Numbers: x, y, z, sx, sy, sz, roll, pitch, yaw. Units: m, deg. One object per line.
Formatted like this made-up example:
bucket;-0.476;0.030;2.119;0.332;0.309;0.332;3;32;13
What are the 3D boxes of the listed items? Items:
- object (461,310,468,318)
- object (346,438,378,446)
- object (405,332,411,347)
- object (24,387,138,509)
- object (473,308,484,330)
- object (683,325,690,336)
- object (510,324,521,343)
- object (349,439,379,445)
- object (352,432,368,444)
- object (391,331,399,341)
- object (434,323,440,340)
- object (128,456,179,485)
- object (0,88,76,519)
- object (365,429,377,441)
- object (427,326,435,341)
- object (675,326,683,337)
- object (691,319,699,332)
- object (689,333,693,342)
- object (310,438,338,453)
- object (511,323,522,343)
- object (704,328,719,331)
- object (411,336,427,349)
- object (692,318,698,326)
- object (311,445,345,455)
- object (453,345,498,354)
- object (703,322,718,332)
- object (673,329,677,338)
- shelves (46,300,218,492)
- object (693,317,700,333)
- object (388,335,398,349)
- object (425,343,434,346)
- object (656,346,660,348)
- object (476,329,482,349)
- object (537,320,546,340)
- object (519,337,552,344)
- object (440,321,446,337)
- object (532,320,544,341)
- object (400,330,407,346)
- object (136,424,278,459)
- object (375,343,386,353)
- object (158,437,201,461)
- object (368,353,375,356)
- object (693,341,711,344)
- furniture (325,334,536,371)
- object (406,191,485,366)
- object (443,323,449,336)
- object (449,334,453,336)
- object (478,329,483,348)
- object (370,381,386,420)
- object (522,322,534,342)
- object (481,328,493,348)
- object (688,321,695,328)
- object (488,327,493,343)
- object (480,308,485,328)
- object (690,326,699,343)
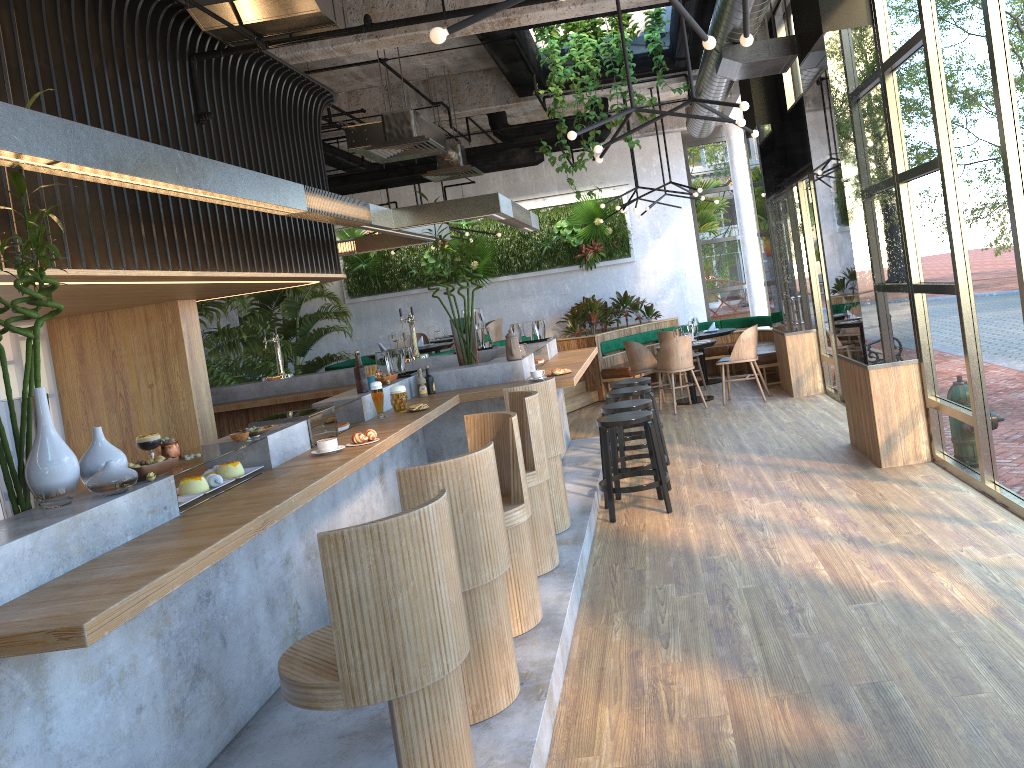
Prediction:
object;-0.457;-0.635;8.879;0.107;0.208;0.104;-9;2;-8
object;-0.752;0.295;4.473;0.162;0.005;0.173;-7;6;19
object;-1.360;-0.567;11.517;0.100;0.208;0.111;-6;3;42
object;-1.476;0.193;3.000;0.333;0.396;0.304;-11;4;-35
object;-0.341;-0.652;8.881;0.107;0.208;0.104;-9;2;-8
object;2.268;-0.637;11.489;0.097;0.244;0.089;-10;2;-25
object;0.038;-0.494;8.869;0.105;0.208;0.106;-8;2;1
object;-0.751;0.292;4.477;0.127;0.005;0.116;-14;7;-44
object;-0.772;0.269;4.469;0.073;0.059;0.126;-10;5;-23
object;-1.452;-0.532;11.090;0.088;0.244;0.097;-7;3;35
object;-1.102;-0.773;13.081;0.095;0.244;0.091;-9;2;-10
object;-1.351;0.314;3.241;0.187;0.072;0.235;-6;6;27
object;-1.699;-0.207;3.016;0.617;1.543;0.639;-11;3;-45
object;-0.718;0.260;4.481;0.061;0.059;0.074;-9;4;-2
object;-2.247;-0.447;10.066;0.102;0.500;6.289;-8;5;21
object;2.164;-0.620;11.472;0.093;0.244;0.093;-8;2;1
object;2.788;-0.886;13.498;0.100;0.208;0.111;-6;3;41
object;2.340;-0.617;11.793;0.222;0.138;0.244;-6;5;32
object;-0.911;0.300;4.292;0.136;0.063;0.109;-10;5;-14
object;0.049;-0.506;8.984;0.105;0.208;0.106;-8;2;1
object;3.011;-0.820;13.475;0.253;0.019;0.159;-8;5;6
object;-1.195;-0.524;11.237;0.223;0.138;0.244;-6;5;29
object;2.696;-0.850;13.070;0.095;0.244;0.091;-9;2;-10
object;-0.887;0.325;4.290;0.160;0.020;0.162;-8;5;4
object;-0.368;-0.345;8.936;0.434;0.018;0.276;-8;5;5
object;2.954;-0.843;13.218;0.237;0.138;0.229;-9;4;-9
object;2.165;-0.612;11.590;0.104;0.208;0.107;-8;2;7
shelves;-2.973;0.398;7.094;1.103;2.049;0.283;-8;2;4
object;2.768;-0.885;13.329;0.095;0.244;0.091;-9;2;-10
object;-2.337;-0.336;9.046;0.102;0.500;4.318;-8;5;25
object;-1.137;-0.502;11.495;0.253;0.019;0.159;-8;5;6
object;2.020;-0.500;11.641;0.260;0.019;0.155;-9;5;-9
object;-0.366;-0.438;8.883;0.107;0.208;0.104;-9;2;-8
object;0.292;-0.540;8.965;0.102;0.208;0.109;-8;3;22
object;0.172;-0.420;8.900;0.434;0.018;0.276;-8;5;5
object;-1.089;-0.879;14.168;0.095;0.244;0.091;-9;2;-10
object;0.264;-0.526;8.858;0.102;0.208;0.109;-8;3;22
object;-1.380;-0.567;11.348;0.096;0.244;0.089;-9;2;-22
object;-1.285;0.213;3.866;0.206;0.134;0.823;-7;5;15
object;-1.630;-0.463;11.270;0.233;0.138;0.233;-8;4;1
object;-1.357;0.262;3.614;0.162;0.106;0.086;-12;4;-38
object;-1.655;-0.383;11.049;0.253;0.019;0.159;-8;5;6
object;2.432;-0.541;11.436;0.166;0.019;0.243;-12;7;-38
furniture;-1.537;0.109;12.382;2.856;1.132;4.583;-11;6;-28
object;-0.456;-0.776;7.068;0.661;1.544;0.597;-8;2;12
object;-2.241;-0.513;10.752;0.103;0.500;7.701;-8;5;19
object;-0.903;-0.836;14.057;0.237;0.138;0.229;-9;4;-9
object;-0.357;-0.450;8.992;0.107;0.208;0.104;-9;2;-8
object;-0.817;0.100;5.424;0.071;0.231;0.079;-7;3;40
object;0.166;-0.518;8.924;0.102;0.208;0.109;-8;3;22
object;-0.255;-0.452;8.864;0.105;0.208;0.106;-8;2;1
object;2.626;-0.808;12.932;0.100;0.208;0.111;-6;3;41
object;-0.251;-0.464;8.975;0.105;0.208;0.106;-8;2;1
object;-0.332;-0.662;8.972;0.107;0.208;0.104;-9;2;-8
object;2.390;-0.647;11.610;0.111;0.208;0.100;-11;3;-43
